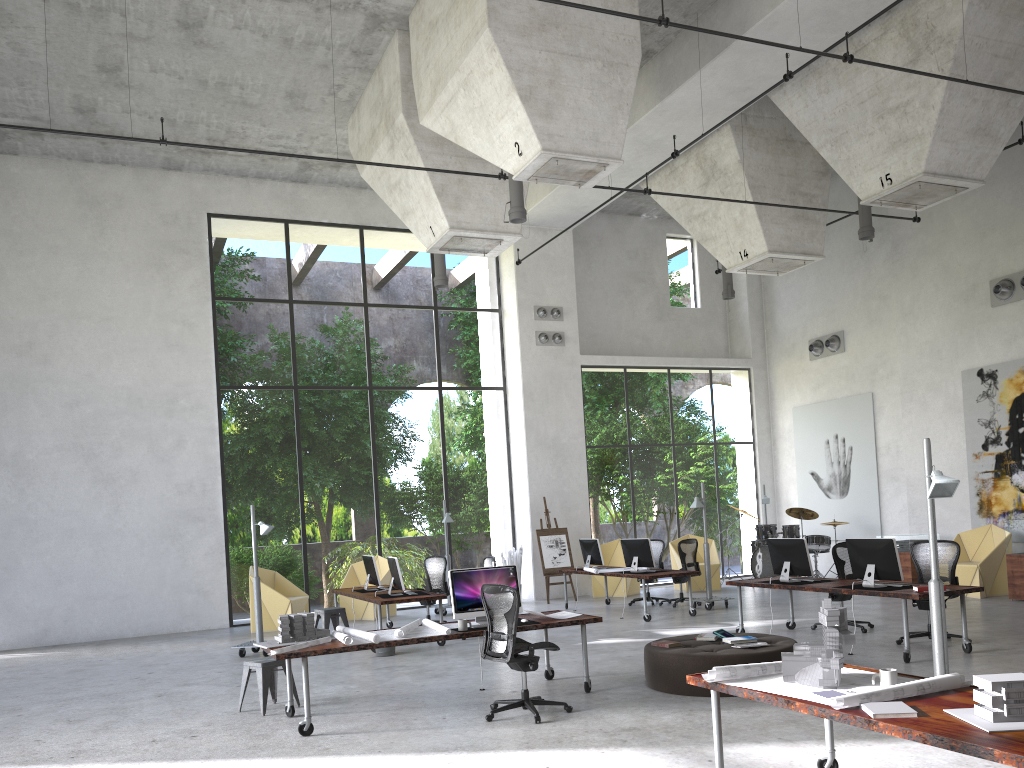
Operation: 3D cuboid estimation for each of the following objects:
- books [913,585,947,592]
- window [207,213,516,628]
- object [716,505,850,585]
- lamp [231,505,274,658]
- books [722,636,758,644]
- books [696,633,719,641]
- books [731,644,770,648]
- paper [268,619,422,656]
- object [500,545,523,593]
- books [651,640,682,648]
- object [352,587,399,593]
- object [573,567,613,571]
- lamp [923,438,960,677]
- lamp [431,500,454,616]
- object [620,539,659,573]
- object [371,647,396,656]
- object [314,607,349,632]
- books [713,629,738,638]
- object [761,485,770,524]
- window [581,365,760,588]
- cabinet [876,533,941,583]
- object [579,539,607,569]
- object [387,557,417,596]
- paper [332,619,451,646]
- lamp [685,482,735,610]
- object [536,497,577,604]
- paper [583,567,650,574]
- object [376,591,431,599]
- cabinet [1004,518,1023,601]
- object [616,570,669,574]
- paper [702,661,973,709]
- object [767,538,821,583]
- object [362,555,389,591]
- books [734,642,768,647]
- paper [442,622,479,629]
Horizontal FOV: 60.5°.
[{"bbox_3d":[4.372,2.141,9.212,0.285,0.052,0.204,-5,-8,8],"label":"books"},{"bbox_3d":[-2.809,0.706,17.720,5.949,7.823,0.067,-2,-1,-24],"label":"window"},{"bbox_3d":[5.737,3.322,18.357,1.879,1.734,3.000,1,-8,-39],"label":"object"},{"bbox_3d":[-3.658,2.804,12.577,0.597,2.145,0.580,-4,-1,9],"label":"lamp"},{"bbox_3d":[2.242,2.518,8.643,0.284,0.033,0.200,-2,-9,-11],"label":"books"},{"bbox_3d":[2.000,2.580,8.968,0.198,0.035,0.286,-7,-9,22],"label":"books"},{"bbox_3d":[2.265,2.483,8.337,0.300,0.031,0.222,-2,-9,-9],"label":"books"},{"bbox_3d":[-1.367,2.312,8.127,0.894,0.103,1.945,-6,-9,14],"label":"paper"},{"bbox_3d":[0.030,3.888,17.922,0.443,1.205,0.411,-5,-2,44],"label":"object"},{"bbox_3d":[1.529,2.577,8.711,0.174,0.032,0.257,2,-10,-32],"label":"books"},{"bbox_3d":[-2.154,3.296,14.057,0.686,0.008,0.859,0,-9,-22],"label":"object"},{"bbox_3d":[1.527,3.357,15.912,0.686,0.008,0.859,0,-9,-22],"label":"object"},{"bbox_3d":[3.078,1.464,6.378,0.579,2.145,0.598,-3,-1,1],"label":"lamp"},{"bbox_3d":[-1.213,3.254,16.513,0.578,2.145,0.600,-3,-1,-24],"label":"lamp"},{"bbox_3d":[2.133,2.823,14.495,0.376,0.550,0.722,-1,-6,-32],"label":"object"},{"bbox_3d":[-1.730,3.500,11.832,0.294,0.297,0.401,-1,-6,-30],"label":"object"},{"bbox_3d":[-2.748,3.672,13.319,0.475,0.530,0.460,0,-5,-39],"label":"object"},{"bbox_3d":[2.158,2.543,8.894,0.144,0.102,0.206,1,-8,-38],"label":"books"},{"bbox_3d":[5.768,3.351,19.896,0.580,2.145,0.597,-4,-1,11],"label":"object"},{"bbox_3d":[3.668,2.049,19.740,4.553,4.876,0.020,-1,-1,-24],"label":"window"},{"bbox_3d":[7.141,3.211,15.787,0.742,1.009,0.742,-2,-4,-24],"label":"cabinet"},{"bbox_3d":[1.507,3.075,15.916,0.376,0.550,0.722,-2,-6,-22],"label":"object"},{"bbox_3d":[-1.615,2.788,12.785,0.376,0.550,0.722,-2,-6,-17],"label":"object"},{"bbox_3d":[-1.139,2.304,8.195,1.073,0.104,0.987,0,-9,-24],"label":"paper"},{"bbox_3d":[3.304,2.745,14.947,0.595,2.145,0.583,-3,-1,-24],"label":"lamp"},{"bbox_3d":[0.819,3.331,17.736,0.692,2.136,0.689,-3,-2,-23],"label":"object"},{"bbox_3d":[1.810,3.203,15.310,1.073,0.104,0.987,-1,-9,-14],"label":"paper"},{"bbox_3d":[-1.595,3.069,12.781,0.686,0.008,0.859,-1,-9,-17],"label":"object"},{"bbox_3d":[8.054,2.668,13.345,0.593,1.250,0.749,-2,-3,-24],"label":"cabinet"},{"bbox_3d":[2.153,3.105,14.492,0.687,0.008,0.858,2,-10,-32],"label":"object"},{"bbox_3d":[1.768,1.631,4.880,0.974,0.104,1.088,1,-10,-29],"label":"paper"},{"bbox_3d":[3.594,2.233,11.174,0.376,0.550,0.722,-2,-6,-22],"label":"object"},{"bbox_3d":[-2.174,3.014,14.061,0.376,0.550,0.722,-2,-6,-22],"label":"object"},{"bbox_3d":[2.269,2.479,8.363,0.301,0.040,0.222,-5,-9,11],"label":"books"},{"bbox_3d":[-0.450,2.369,8.642,0.484,0.001,0.434,-1,-9,-13],"label":"paper"}]
